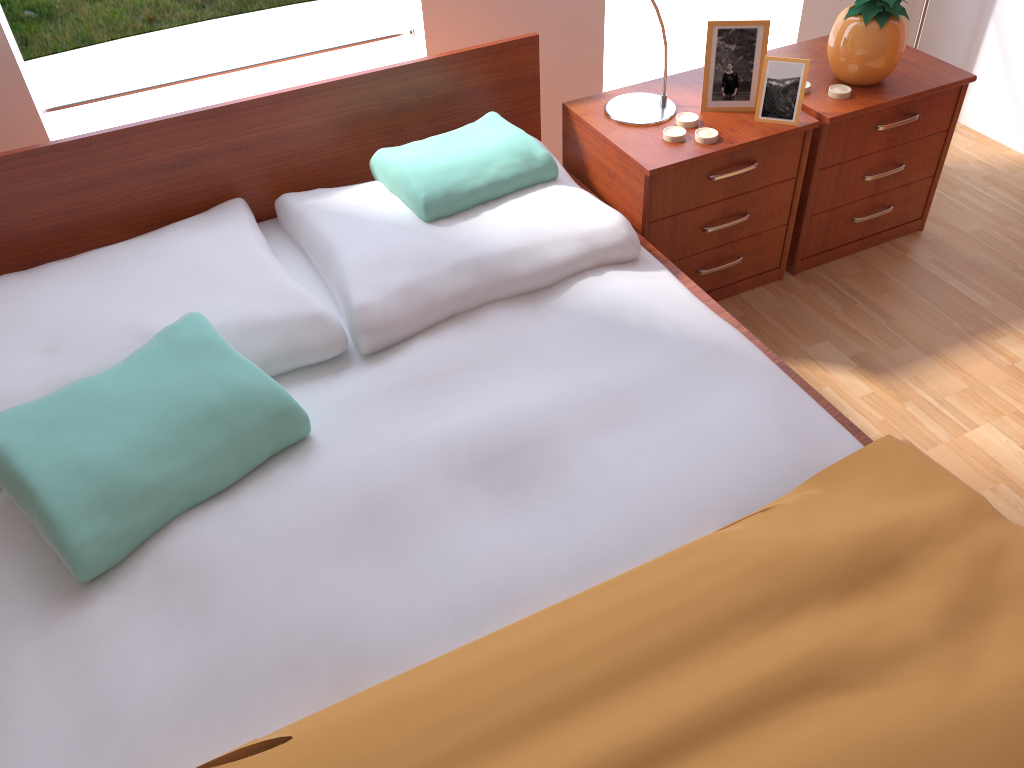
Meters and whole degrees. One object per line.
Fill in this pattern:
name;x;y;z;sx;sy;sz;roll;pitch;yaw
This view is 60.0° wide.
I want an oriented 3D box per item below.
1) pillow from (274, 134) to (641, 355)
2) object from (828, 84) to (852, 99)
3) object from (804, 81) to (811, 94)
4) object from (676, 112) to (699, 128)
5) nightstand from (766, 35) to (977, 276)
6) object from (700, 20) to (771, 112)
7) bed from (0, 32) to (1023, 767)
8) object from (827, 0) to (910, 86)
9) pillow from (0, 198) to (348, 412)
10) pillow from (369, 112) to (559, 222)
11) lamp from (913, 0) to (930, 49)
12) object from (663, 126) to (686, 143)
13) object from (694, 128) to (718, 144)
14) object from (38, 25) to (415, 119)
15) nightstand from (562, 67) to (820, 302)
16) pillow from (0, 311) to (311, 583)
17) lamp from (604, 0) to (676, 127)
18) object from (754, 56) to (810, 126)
pillow;-0.122;-0.331;1.872;0.630;0.182;0.574;-21;45;-19
object;0.752;-0.669;2.035;0.049;0.018;0.049;-30;48;-27
object;0.668;-0.689;2.063;0.049;0.018;0.049;-30;48;-27
object;0.387;-0.582;1.961;0.049;0.018;0.049;-30;48;-27
nightstand;0.823;-0.600;2.292;0.439;0.442;0.377;-20;44;-17
object;0.489;-0.696;1.949;0.131;0.191;0.037;1;42;5
bed;-0.077;0.184;1.365;1.632;0.560;1.990;-20;44;-17
object;0.818;-0.807;2.031;0.170;0.223;0.169;31;52;32
pillow;-0.726;-0.101;1.654;0.682;0.157;0.574;-24;46;-22
pillow;-0.106;-0.458;1.880;0.322;0.116;0.276;-22;45;-20
lamp;0.965;-1.252;2.135;0.387;1.603;0.799;25;49;28
object;0.351;-0.537;1.913;0.049;0.018;0.049;-30;48;-27
object;0.417;-0.531;1.902;0.049;0.018;0.049;-30;48;-27
object;-0.114;-1.619;1.717;2.205;1.815;0.033;-20;44;-17
nightstand;0.406;-0.451;2.153;0.439;0.442;0.377;-20;44;-17
pillow;-0.575;0.073;1.391;0.334;0.164;0.425;28;51;30
lamp;0.214;-0.742;1.843;0.337;0.421;0.163;-29;48;-26
object;0.580;-0.630;1.909;0.094;0.137;0.027;11;44;16
